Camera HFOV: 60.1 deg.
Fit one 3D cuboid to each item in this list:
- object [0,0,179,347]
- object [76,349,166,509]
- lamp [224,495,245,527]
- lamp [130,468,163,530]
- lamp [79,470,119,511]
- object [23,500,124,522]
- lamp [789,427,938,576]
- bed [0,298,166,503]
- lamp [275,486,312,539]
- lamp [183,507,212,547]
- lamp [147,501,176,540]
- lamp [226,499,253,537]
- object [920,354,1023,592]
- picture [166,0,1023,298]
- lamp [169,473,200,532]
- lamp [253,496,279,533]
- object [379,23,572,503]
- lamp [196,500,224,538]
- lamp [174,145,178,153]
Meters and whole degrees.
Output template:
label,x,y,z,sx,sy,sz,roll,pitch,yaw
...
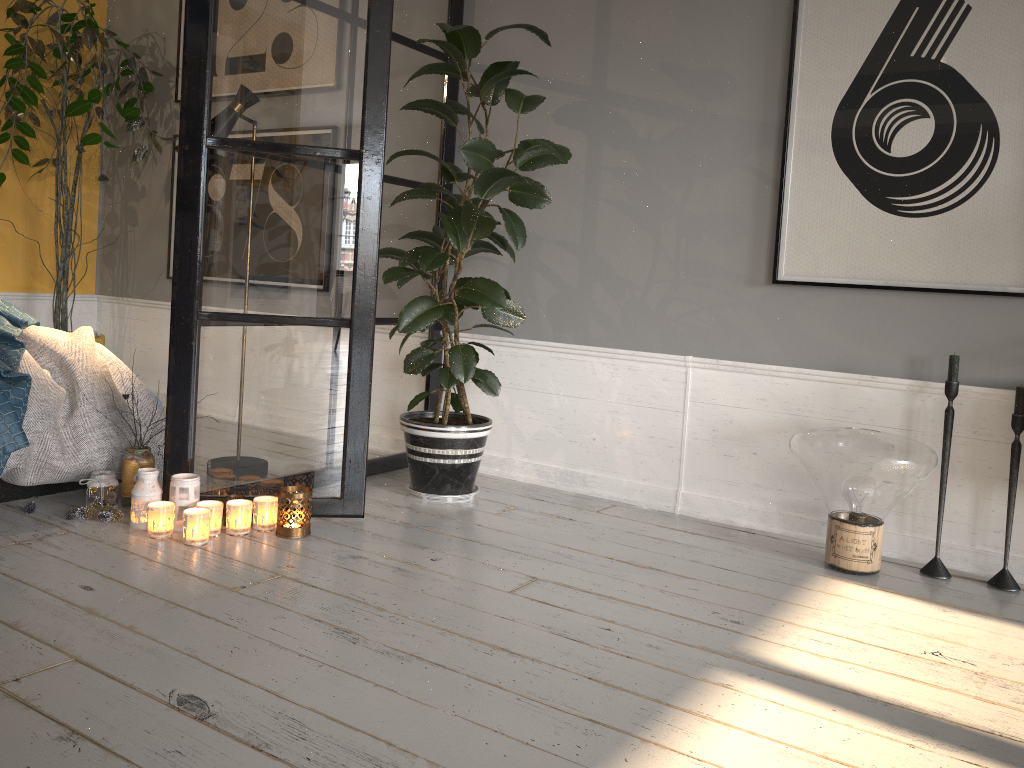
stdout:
label,x,y,z,sx,sy,sz,roll,pitch,yaw
object,-2.372,-0.978,4.777,1.251,2.196,1.347,5,4,19
object,-1.224,0.151,3.005,0.437,0.520,0.280,2,4,-17
lamp,-0.885,0.405,2.823,0.063,0.091,0.063,5,4,14
lamp,-1.135,0.355,2.749,0.092,0.179,0.092,1,4,-37
lamp,-1.334,0.354,2.875,0.096,0.131,0.109,4,4,3
object,-1.385,0.401,2.797,0.326,0.053,0.088,3,5,-3
lamp,1.083,0.363,2.776,0.432,0.436,0.435,0,6,-35
bed,-2.618,-0.084,3.123,2.330,0.767,1.900,8,7,33
lamp,-0.680,0.400,2.766,0.107,0.140,0.108,3,4,-4
lamp,-0.930,0.423,2.609,0.080,0.098,0.081,2,4,-17
lamp,-1.054,0.410,2.656,0.080,0.098,0.081,3,4,-3
lamp,-0.844,0.414,2.733,0.080,0.098,0.081,2,4,-17
object,1.435,0.259,2.717,0.280,0.698,0.092,5,3,25
picture,0.075,-0.945,1.316,7.317,1.788,4.045,8,7,33
lamp,-1.016,0.369,2.749,0.092,0.166,0.089,4,3,-1
lamp,-0.778,0.412,2.795,0.080,0.098,0.081,2,4,-17
object,-0.980,-0.359,2.001,1.014,1.787,3.902,6,6,32
lamp,-0.924,0.413,2.698,0.080,0.098,0.081,2,4,-17
lamp,-1.120,-0.401,3.441,0.403,1.520,0.233,2,3,-27
